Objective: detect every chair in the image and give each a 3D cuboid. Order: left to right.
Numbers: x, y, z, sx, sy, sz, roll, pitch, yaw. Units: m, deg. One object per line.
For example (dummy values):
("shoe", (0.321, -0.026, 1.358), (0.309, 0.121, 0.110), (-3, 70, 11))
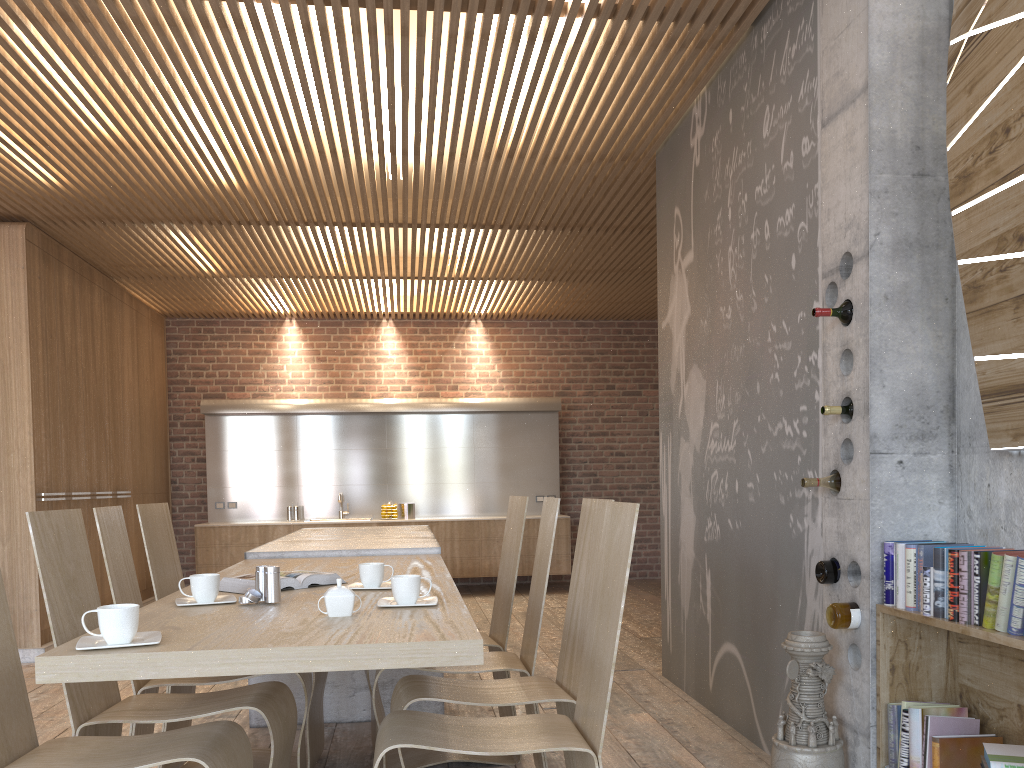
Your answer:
("chair", (-1.103, 0.940, 2.343), (0.722, 1.196, 0.348), (-1, 1, -3))
("chair", (-1.102, 0.998, 2.853), (0.722, 1.196, 0.348), (-1, 1, -2))
("chair", (-1.147, 1.056, 3.357), (0.721, 1.196, 0.348), (-1, 1, -10))
("chair", (-1.201, 1.114, 3.860), (0.722, 1.196, 0.348), (-1, 1, -2))
("chair", (-0.305, 1.109, 3.969), (0.721, 1.196, 0.348), (-1, 1, -13))
("chair", (-0.185, 1.051, 3.473), (0.722, 1.196, 0.348), (-1, 1, -7))
("chair", (-0.043, 0.993, 2.981), (0.721, 1.196, 0.348), (-1, 1, -11))
("chair", (-0.030, 0.935, 2.473), (0.722, 1.196, 0.348), (-1, 1, -7))

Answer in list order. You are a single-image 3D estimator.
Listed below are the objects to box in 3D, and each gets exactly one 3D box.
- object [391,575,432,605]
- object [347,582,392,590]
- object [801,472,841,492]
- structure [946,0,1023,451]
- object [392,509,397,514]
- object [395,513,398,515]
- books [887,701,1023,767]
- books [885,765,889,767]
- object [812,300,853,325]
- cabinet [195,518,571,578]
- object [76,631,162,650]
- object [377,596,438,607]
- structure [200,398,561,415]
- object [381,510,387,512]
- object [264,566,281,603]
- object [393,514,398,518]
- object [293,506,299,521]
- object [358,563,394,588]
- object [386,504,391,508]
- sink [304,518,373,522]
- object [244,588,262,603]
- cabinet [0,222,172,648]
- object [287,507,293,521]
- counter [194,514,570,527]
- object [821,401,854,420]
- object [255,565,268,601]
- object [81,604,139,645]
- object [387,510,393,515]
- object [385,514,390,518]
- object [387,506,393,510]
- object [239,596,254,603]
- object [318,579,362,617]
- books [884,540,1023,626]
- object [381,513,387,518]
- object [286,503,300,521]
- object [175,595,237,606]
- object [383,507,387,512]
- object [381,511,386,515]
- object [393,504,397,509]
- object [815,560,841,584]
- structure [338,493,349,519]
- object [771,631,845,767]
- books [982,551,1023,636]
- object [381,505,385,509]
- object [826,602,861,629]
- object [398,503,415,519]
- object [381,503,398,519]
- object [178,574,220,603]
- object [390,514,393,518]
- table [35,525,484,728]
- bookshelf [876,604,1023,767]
("object", (-0.318, 0.638, 2.716), (0.117, 0.088, 0.093), (2, -4, -43))
("object", (-0.499, 0.731, 3.163), (0.185, 0.014, 0.186), (-2, -6, 6))
("object", (1.253, 0.368, 3.297), (0.338, 0.095, 0.095), (0, -2, -7))
("structure", (1.617, -0.744, 1.067), (0.359, 1.527, 3.431), (-1, -5, -7))
("object", (-1.316, 1.427, 9.835), (0.061, 0.054, 0.053), (0, -2, -16))
("object", (-1.319, 1.463, 9.900), (0.062, 0.053, 0.052), (0, -2, -25))
("books", (1.454, 1.175, 2.715), (0.300, 0.261, 0.720), (-1, -5, -2))
("books", (1.400, 1.429, 2.998), (0.204, 0.220, 0.274), (-1, -3, -7))
("object", (1.253, -0.259, 3.183), (0.335, 0.090, 0.090), (0, -2, -7))
("cabinet", (-1.440, 1.195, 10.129), (4.112, 2.078, 1.076), (0, 0, -7))
("object", (-0.941, 0.619, 2.105), (0.185, 0.014, 0.186), (1, -7, -21))
("object", (-0.321, 0.676, 2.709), (0.185, 0.014, 0.186), (-1, -6, -4))
("structure", (-1.458, 0.255, 10.105), (4.075, 0.157, 0.209), (0, -3, -7))
("object", (-1.438, 1.430, 9.865), (0.062, 0.053, 0.052), (-1, -2, 0))
("object", (-0.756, 0.631, 2.766), (0.052, 0.112, 0.052), (-1, 1, 38))
("object", (-1.307, 1.475, 9.812), (0.062, 0.052, 0.053), (0, -3, -23))
("object", (-2.429, 1.459, 9.873), (0.060, 0.159, 0.060), (-1, 1, 8))
("object", (-0.496, 0.692, 3.169), (0.117, 0.088, 0.093), (1, -3, -33))
("object", (-1.390, 1.382, 9.872), (0.051, 0.053, 0.063), (-2, -3, 29))
("sink", (-1.934, 1.617, 9.839), (0.729, 0.191, 0.526), (0, -5, -7))
("object", (-0.812, 0.663, 2.751), (0.051, 0.045, 0.051), (-2, -3, 11))
("cabinet", (-4.442, 0.591, 8.179), (1.517, 3.123, 3.771), (-1, -3, -7))
("object", (-2.500, 1.459, 9.865), (0.060, 0.159, 0.060), (-1, 1, 8))
("counter", (-1.408, 1.541, 9.932), (4.075, 0.020, 0.657), (0, -7, -7))
("object", (1.298, 0.095, 3.200), (0.346, 0.094, 0.094), (0, -2, -7))
("object", (-0.796, 0.638, 2.810), (0.052, 0.109, 0.052), (-1, 1, 38))
("object", (-0.949, 0.576, 2.093), (0.093, 0.088, 0.117), (-3, -4, 37))
("object", (-1.365, 1.439, 9.804), (0.061, 0.055, 0.051), (-1, -2, 7))
("object", (-1.394, 1.476, 9.804), (0.051, 0.053, 0.064), (-3, -3, 36))
("object", (-1.363, 1.389, 9.807), (0.051, 0.053, 0.063), (-3, -3, 41))
("object", (-0.835, 0.678, 2.760), (0.050, 0.019, 0.051), (1, -6, -24))
("object", (-0.490, 0.609, 2.494), (0.122, 0.112, 0.089), (0, -1, -16))
("books", (1.411, 0.629, 2.820), (0.214, 0.219, 0.492), (-1, -5, -7))
("object", (-1.431, 1.480, 9.849), (0.074, 0.063, 0.064), (1, -3, -41))
("object", (-2.465, 1.440, 9.868), (0.144, 0.211, 0.052), (-1, 2, -7))
("object", (-0.987, 0.702, 2.831), (0.185, 0.014, 0.186), (1, -7, -21))
("object", (-1.421, 1.403, 9.813), (0.061, 0.052, 0.053), (-4, -3, 41))
("object", (-1.434, 1.447, 9.792), (0.061, 0.054, 0.052), (-1, -2, 5))
("object", (-1.316, 1.380, 9.853), (0.050, 0.060, 0.059), (-2, -2, 28))
("object", (1.336, 0.715, 3.351), (0.335, 0.090, 0.090), (0, -2, -7))
("structure", (-1.933, 1.481, 10.046), (0.115, 0.476, 0.248), (-1, 0, -7))
("object", (1.082, 1.253, 3.215), (0.270, 0.683, 0.249), (-2, 1, -45))
("books", (1.467, 0.586, 2.469), (0.189, 0.228, 0.200), (-1, -2, -7))
("object", (-1.449, 1.388, 9.882), (0.053, 0.051, 0.063), (0, -3, -15))
("object", (1.316, 0.836, 3.180), (0.338, 0.095, 0.095), (0, -2, -7))
("object", (-1.212, 1.462, 10.097), (0.190, 0.170, 0.191), (-1, -3, 4))
("object", (-1.380, 1.424, 9.868), (0.189, 0.174, 0.208), (-1, -3, -7))
("object", (-0.996, 0.659, 2.818), (0.093, 0.088, 0.117), (-3, -4, 37))
("object", (-1.338, 1.483, 9.863), (0.061, 0.056, 0.051), (0, -2, -16))
("table", (-0.869, 1.329, 4.597), (1.011, 0.918, 5.217), (-1, -6, -7))
("bookshelf", (1.749, 0.864, 0.453), (0.303, 0.798, 5.352), (-1, -6, -7))
